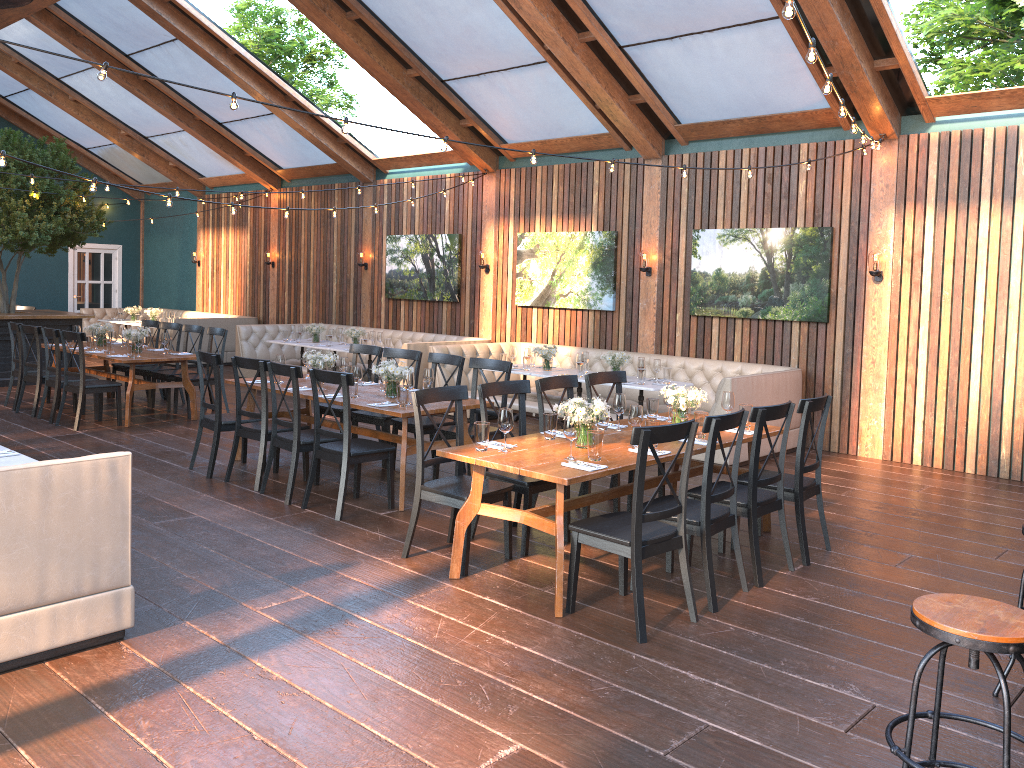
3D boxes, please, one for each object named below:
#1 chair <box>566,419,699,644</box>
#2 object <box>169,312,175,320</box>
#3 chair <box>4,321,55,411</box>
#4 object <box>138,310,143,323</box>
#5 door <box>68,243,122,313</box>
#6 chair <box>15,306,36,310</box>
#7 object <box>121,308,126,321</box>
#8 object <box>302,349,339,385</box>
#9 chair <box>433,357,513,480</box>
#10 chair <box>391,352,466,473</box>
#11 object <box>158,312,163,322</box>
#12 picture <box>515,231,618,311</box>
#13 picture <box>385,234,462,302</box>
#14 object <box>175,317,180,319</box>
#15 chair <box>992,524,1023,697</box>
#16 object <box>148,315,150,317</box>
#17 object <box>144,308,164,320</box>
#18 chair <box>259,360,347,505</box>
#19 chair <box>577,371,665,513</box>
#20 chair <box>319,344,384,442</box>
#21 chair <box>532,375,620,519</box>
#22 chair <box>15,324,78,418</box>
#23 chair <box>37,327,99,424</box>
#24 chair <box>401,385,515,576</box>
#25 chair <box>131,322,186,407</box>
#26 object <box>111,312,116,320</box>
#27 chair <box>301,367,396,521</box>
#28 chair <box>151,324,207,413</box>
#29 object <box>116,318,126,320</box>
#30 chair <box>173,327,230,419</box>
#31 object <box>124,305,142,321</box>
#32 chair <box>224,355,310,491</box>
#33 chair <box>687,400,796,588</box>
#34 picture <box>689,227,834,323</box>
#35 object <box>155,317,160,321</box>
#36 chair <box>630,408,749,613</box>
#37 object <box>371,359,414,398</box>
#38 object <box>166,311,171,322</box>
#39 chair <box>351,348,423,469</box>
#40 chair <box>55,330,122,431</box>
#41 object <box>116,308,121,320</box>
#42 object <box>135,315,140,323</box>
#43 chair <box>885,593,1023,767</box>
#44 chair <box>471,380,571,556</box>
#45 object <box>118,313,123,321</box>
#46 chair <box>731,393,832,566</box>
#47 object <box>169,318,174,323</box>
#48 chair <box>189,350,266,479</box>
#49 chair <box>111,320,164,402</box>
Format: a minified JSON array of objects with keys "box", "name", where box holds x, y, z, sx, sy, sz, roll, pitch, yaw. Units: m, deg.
[{"box":[0.618,0.677,4.491,0.478,1.016,0.541,-2,5,-42],"name":"chair"},{"box":[-6.284,-1.208,16.348,0.092,0.243,0.092,2,3,0],"name":"object"},{"box":[-5.745,-0.233,10.614,0.540,1.016,0.479,-2,5,-42],"name":"chair"},{"box":[-7.047,-1.283,16.788,0.092,0.243,0.092,2,3,0],"name":"object"},{"box":[-11.520,-1.726,16.778,0.174,2.200,8.188,4,7,42],"name":"door"},{"box":[-8.148,-0.763,14.513,0.478,1.016,0.541,3,4,25],"name":"chair"},{"box":[-7.610,-1.362,17.316,0.092,0.243,0.092,1,3,-5],"name":"object"},{"box":[-1.689,-0.155,7.788,0.329,0.308,0.338,1,5,-13],"name":"object"},{"box":[-0.317,0.314,7.345,0.479,1.016,0.540,5,5,42],"name":"chair"},{"box":[-0.729,0.257,7.724,0.540,1.016,0.479,-2,5,-42],"name":"chair"},{"box":[-6.459,-1.202,16.253,0.092,0.243,0.092,2,3,0],"name":"object"},{"box":[0.681,-1.494,11.597,1.655,0.994,0.065,7,6,42],"name":"picture"},{"box":[-1.375,-1.776,13.477,1.655,0.994,0.065,7,6,42],"name":"picture"},{"box":[-6.176,-1.161,16.339,0.092,0.157,0.092,4,4,29],"name":"object"},{"box":[2.312,0.965,3.684,0.468,0.732,0.470,0,4,-24],"name":"chair"},{"box":[-6.970,-1.311,17.048,0.092,0.243,0.092,2,3,0],"name":"object"},{"box":[-6.771,-1.297,16.708,0.336,0.308,0.330,1,5,-5],"name":"object"},{"box":[-1.586,0.341,6.792,0.540,1.016,0.479,-2,5,-42],"name":"chair"},{"box":[0.828,0.438,6.579,0.541,1.016,0.478,5,5,42],"name":"chair"},{"box":[-1.553,0.143,8.481,0.479,1.016,0.540,5,5,42],"name":"chair"},{"box":[0.449,0.475,6.167,0.541,1.016,0.478,5,5,37],"name":"chair"},{"box":[-5.358,-0.174,10.209,0.478,1.016,0.540,4,5,37],"name":"chair"},{"box":[-4.929,-0.118,9.848,0.540,1.016,0.479,-2,5,-44],"name":"chair"},{"box":[-0.309,0.549,5.343,0.541,1.016,0.478,5,5,37],"name":"chair"},{"box":[-4.476,-0.260,11.167,0.478,1.016,0.540,4,5,37],"name":"chair"},{"box":[-7.889,-1.349,17.503,0.092,0.157,0.092,4,4,29],"name":"object"},{"box":[-1.170,0.397,6.418,0.479,1.016,0.540,5,5,42],"name":"chair"},{"box":[-4.065,-0.203,10.788,0.479,1.016,0.540,5,5,42],"name":"chair"},{"box":[-7.819,-1.295,17.656,0.256,0.019,0.158,8,9,43],"name":"object"},{"box":[-3.653,-0.146,10.410,0.540,1.016,0.479,-2,5,-42],"name":"chair"},{"box":[-7.392,-1.381,17.259,0.329,0.308,0.338,2,5,8],"name":"object"},{"box":[-1.971,0.284,7.180,0.478,1.016,0.540,5,5,39],"name":"chair"},{"box":[1.376,0.603,5.315,0.541,1.016,0.478,5,5,42],"name":"chair"},{"box":[2.703,-1.216,9.749,1.655,0.994,0.065,7,6,42],"name":"picture"},{"box":[-6.472,-1.147,16.146,0.092,0.157,0.092,4,4,29],"name":"object"},{"box":[0.996,0.640,4.903,0.541,1.016,0.478,5,5,37],"name":"chair"},{"box":[-0.949,-0.045,7.041,0.336,0.308,0.330,3,5,9],"name":"object"},{"box":[-6.419,-1.235,16.541,0.092,0.243,0.092,2,3,0],"name":"object"},{"box":[-1.140,0.200,8.102,0.478,1.016,0.540,4,5,37],"name":"chair"},{"box":[-4.518,-0.062,9.470,0.478,1.016,0.540,4,5,37],"name":"chair"},{"box":[-7.779,-1.387,17.489,0.092,0.243,0.092,1,3,-5],"name":"object"},{"box":[-7.060,-1.228,16.682,0.092,0.157,0.092,4,4,29],"name":"object"},{"box":[1.385,1.056,2.677,0.469,0.732,0.469,4,5,30],"name":"chair"},{"box":[0.070,0.512,5.755,0.541,1.016,0.478,5,5,42],"name":"chair"},{"box":[-7.623,-1.307,17.210,0.092,0.157,0.092,4,4,29],"name":"object"},{"box":[1.755,0.566,5.727,0.541,1.016,0.478,5,5,37],"name":"chair"},{"box":[-6.408,-1.205,16.652,0.092,0.157,0.092,4,4,29],"name":"object"},{"box":[-2.407,0.228,7.543,0.540,1.016,0.479,-1,5,-40],"name":"chair"},{"box":[-4.889,-0.317,11.545,0.479,1.016,0.540,5,5,42],"name":"chair"}]
